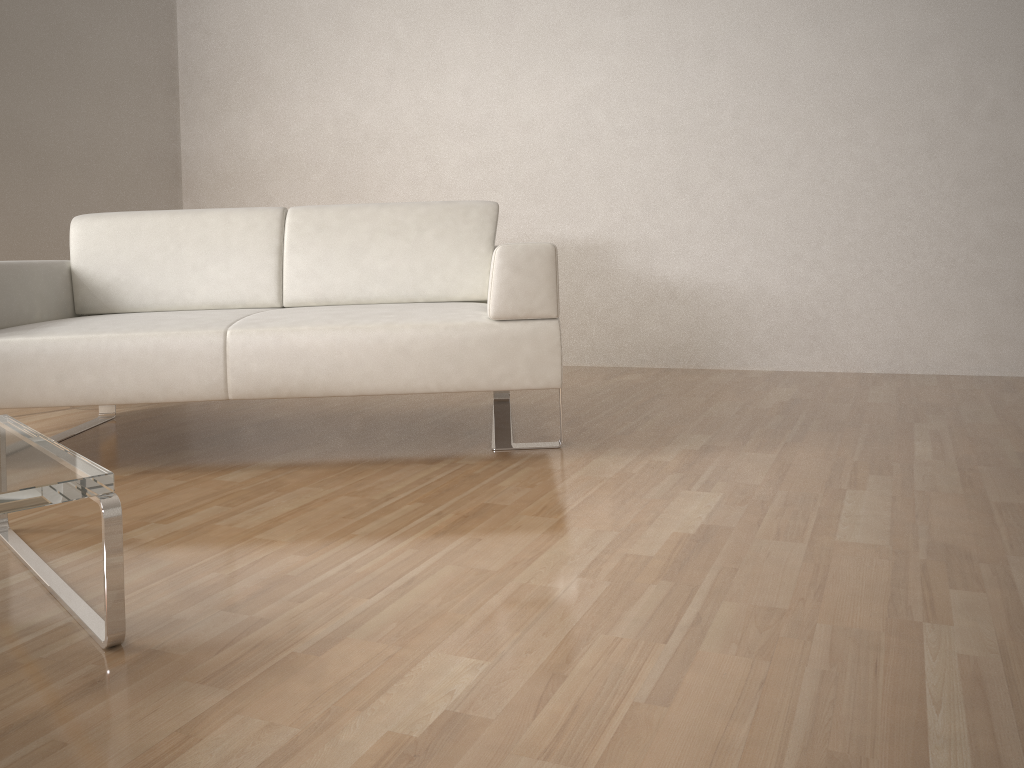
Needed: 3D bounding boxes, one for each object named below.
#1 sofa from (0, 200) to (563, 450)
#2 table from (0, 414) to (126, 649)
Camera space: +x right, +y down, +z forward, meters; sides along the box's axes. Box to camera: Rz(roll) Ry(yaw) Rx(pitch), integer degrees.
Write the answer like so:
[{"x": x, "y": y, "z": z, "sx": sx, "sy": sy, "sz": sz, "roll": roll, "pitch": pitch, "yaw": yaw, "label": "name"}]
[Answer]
[{"x": -0.762, "y": -0.205, "z": 2.755, "sx": 1.781, "sy": 0.737, "sz": 0.914, "roll": -2, "pitch": 5, "yaw": -1, "label": "sofa"}, {"x": -1.087, "y": 0.266, "z": 1.343, "sx": 0.705, "sy": 0.248, "sz": 0.797, "roll": -8, "pitch": 10, "yaw": -40, "label": "table"}]
